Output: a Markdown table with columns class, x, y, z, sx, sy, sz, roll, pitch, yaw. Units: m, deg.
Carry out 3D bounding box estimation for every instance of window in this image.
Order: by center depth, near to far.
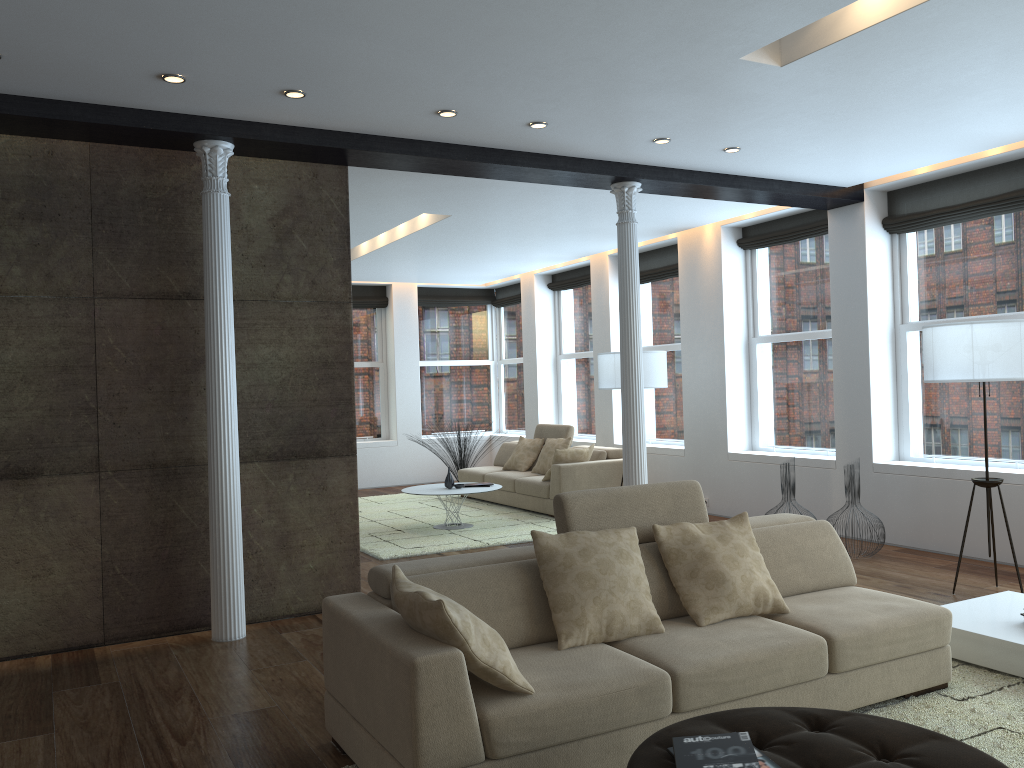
| class | x | y | z | sx | sy | sz | roll | pitch | yaw |
| --- | --- | --- | --- | --- | --- | --- | --- | --- | --- |
| window | 3.662 | -0.473 | 7.045 | 0.123 | 2.400 | 1.432 | -2 | 0 | -28 |
| window | 2.809 | -0.441 | 8.643 | 0.123 | 2.400 | 1.391 | -2 | 0 | -28 |
| window | 1.836 | -0.404 | 10.468 | 0.123 | 2.400 | 1.345 | -2 | 0 | -28 |
| window | 0.991 | -0.372 | 12.051 | 0.123 | 2.400 | 1.444 | -2 | 0 | -28 |
| window | -2.527 | -0.257 | 13.114 | 1.420 | 2.400 | 0.123 | -2 | 0 | -28 |
| window | -0.895 | -0.306 | 13.978 | 1.474 | 2.400 | 0.123 | -2 | 0 | -28 |
| window | 2.691 | 0.214 | 21.983 | 34.761 | 17.917 | 13.698 | -2 | 0 | -28 |

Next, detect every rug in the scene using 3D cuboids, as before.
| class | x | y | z | sx | sy | sz | roll | pitch | yaw |
| --- | --- | --- | --- | --- | --- | --- | --- | --- | --- |
| rug | 1.606 | 1.369 | 2.810 | 4.231 | 0.020 | 2.972 | -2 | 0 | -28 |
| rug | -0.777 | 1.468 | 9.986 | 2.972 | 0.020 | 4.231 | -2 | 0 | -28 |

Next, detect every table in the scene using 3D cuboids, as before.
| class | x | y | z | sx | sy | sz | roll | pitch | yaw |
| --- | --- | --- | --- | --- | --- | --- | --- | --- | --- |
| table | 2.604 | 1.248 | 4.368 | 0.900 | 0.170 | 0.900 | -2 | 0 | -28 |
| table | -0.603 | 1.254 | 9.001 | 1.022 | 0.393 | 1.022 | -2 | 0 | 16 |

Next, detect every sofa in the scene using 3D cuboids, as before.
| class | x | y | z | sx | sy | sz | roll | pitch | yaw |
| --- | --- | --- | --- | --- | --- | --- | --- | --- | --- |
| sofa | 0.593 | 0.939 | 3.768 | 2.581 | 0.950 | 1.021 | -2 | 0 | -28 |
| sofa | 0.333 | 0.970 | 10.567 | 1.018 | 0.950 | 2.581 | -2 | 0 | -28 |

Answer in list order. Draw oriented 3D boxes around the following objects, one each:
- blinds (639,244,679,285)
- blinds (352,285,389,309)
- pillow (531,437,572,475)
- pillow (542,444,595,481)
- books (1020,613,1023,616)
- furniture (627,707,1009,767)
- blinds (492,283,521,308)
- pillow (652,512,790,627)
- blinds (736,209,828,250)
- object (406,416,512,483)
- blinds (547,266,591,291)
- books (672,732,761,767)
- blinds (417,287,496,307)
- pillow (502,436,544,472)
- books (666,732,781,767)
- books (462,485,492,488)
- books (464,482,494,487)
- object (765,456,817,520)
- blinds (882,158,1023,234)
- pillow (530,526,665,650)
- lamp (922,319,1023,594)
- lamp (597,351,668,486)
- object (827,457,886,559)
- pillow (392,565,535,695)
| class | x | y | z | sx | sy | sz | roll | pitch | yaw |
| --- | --- | --- | --- | --- | --- | --- | --- | --- | --- |
| blinds | 1.749 | -1.417 | 10.442 | 0.156 | 0.393 | 1.342 | -2 | 0 | -28 |
| blinds | -2.516 | -1.288 | 13.035 | 1.422 | 0.363 | 0.156 | -2 | 0 | -28 |
| pillow | 0.459 | 0.835 | 10.349 | 0.301 | 0.439 | 0.534 | -2 | 0 | -32 |
| pillow | 0.608 | 0.850 | 9.566 | 0.518 | 0.393 | 0.395 | -2 | 0 | -32 |
| books | 2.596 | 1.119 | 4.181 | 0.220 | 0.010 | 0.300 | -2 | 0 | -3 |
| furniture | 0.833 | 1.205 | 2.375 | 1.057 | 0.355 | 1.057 | -2 | 0 | -26 |
| blinds | 0.049 | -1.385 | 13.625 | 0.156 | 0.327 | 1.377 | -2 | 0 | -28 |
| pillow | 0.916 | 0.810 | 3.944 | 0.519 | 0.416 | 0.368 | -2 | 0 | -24 |
| blinds | 2.720 | -1.513 | 8.618 | 0.156 | 0.275 | 1.396 | -2 | 0 | -28 |
| object | -0.709 | 0.958 | 12.066 | 1.119 | 1.014 | 1.125 | -2 | 0 | -42 |
| blinds | 0.903 | -1.444 | 12.023 | 0.156 | 0.275 | 1.442 | -2 | 0 | -28 |
| books | 0.558 | 1.029 | 2.428 | 0.220 | 0.040 | 0.301 | -2 | 0 | 7 |
| blinds | -0.901 | -1.362 | 13.898 | 1.442 | 0.312 | 0.155 | -2 | 0 | -28 |
| pillow | 0.154 | 0.858 | 10.894 | 0.368 | 0.416 | 0.519 | -2 | 0 | -33 |
| books | 0.584 | 1.035 | 2.426 | 0.219 | 0.031 | 0.300 | -2 | 0 | -13 |
| books | -0.359 | 1.045 | 9.119 | 0.300 | 0.010 | 0.220 | -2 | 0 | 7 |
| books | -0.357 | 1.036 | 9.144 | 0.300 | 0.010 | 0.220 | -2 | 0 | -13 |
| object | 2.280 | 0.982 | 7.304 | 0.458 | 0.781 | 0.458 | -2 | 0 | -29 |
| blinds | 3.561 | -1.485 | 7.012 | 0.183 | 0.395 | 1.431 | -2 | 0 | -28 |
| pillow | 0.359 | 0.817 | 3.661 | 0.534 | 0.439 | 0.301 | -2 | 0 | -25 |
| lamp | 3.027 | 0.476 | 5.656 | 0.698 | 1.728 | 0.698 | -2 | 0 | -4 |
| lamp | 1.244 | 0.543 | 8.999 | 0.698 | 1.728 | 0.698 | -2 | 0 | -4 |
| object | 2.691 | 0.968 | 6.995 | 0.458 | 0.781 | 0.458 | -2 | 0 | -29 |
| pillow | -0.199 | 0.854 | 3.093 | 0.395 | 0.393 | 0.518 | -2 | 0 | -25 |
